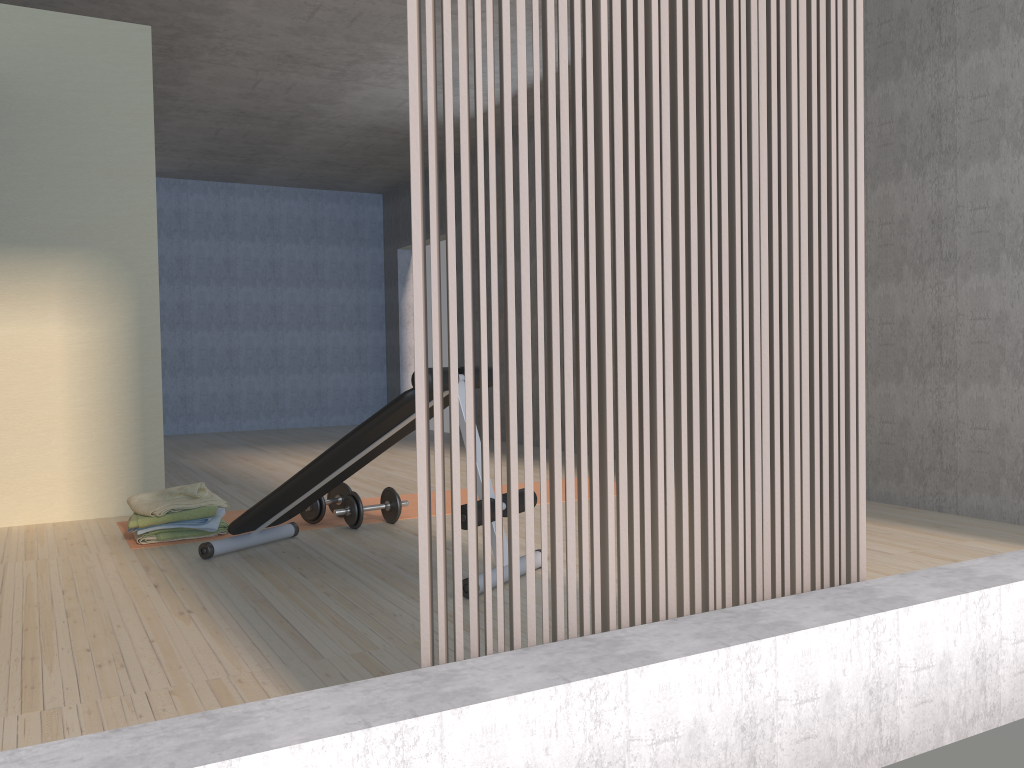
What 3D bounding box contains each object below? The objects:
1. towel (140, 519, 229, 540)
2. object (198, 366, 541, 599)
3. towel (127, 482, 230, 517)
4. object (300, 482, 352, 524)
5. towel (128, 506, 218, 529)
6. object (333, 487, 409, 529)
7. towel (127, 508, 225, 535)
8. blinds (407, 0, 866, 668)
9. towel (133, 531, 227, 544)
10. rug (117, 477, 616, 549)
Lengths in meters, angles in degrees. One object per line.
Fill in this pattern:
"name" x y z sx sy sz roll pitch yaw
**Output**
"towel" -1.504 0.637 4.037 0.380 0.081 0.367 -2 2 -31
"object" -0.561 0.311 3.382 1.312 0.746 0.505 0 2 31
"towel" -1.518 0.522 4.016 0.384 0.123 0.373 -3 3 -45
"object" -0.893 0.571 4.272 0.176 0.176 0.385 0 2 33
"towel" -1.527 0.577 3.992 0.376 0.085 0.371 -2 2 -24
"object" -0.655 0.580 4.153 0.385 0.176 0.176 -2 2 -37
"towel" -1.510 0.612 4.013 0.383 0.078 0.383 -1 2 -12
"blinds" 0.310 -0.651 1.771 1.133 2.744 0.069 -2 2 -28
"towel" -1.524 0.660 4.036 0.376 0.044 0.371 -2 2 -30
"rug" -0.552 0.644 4.707 2.779 0.002 0.716 -2 2 -28
